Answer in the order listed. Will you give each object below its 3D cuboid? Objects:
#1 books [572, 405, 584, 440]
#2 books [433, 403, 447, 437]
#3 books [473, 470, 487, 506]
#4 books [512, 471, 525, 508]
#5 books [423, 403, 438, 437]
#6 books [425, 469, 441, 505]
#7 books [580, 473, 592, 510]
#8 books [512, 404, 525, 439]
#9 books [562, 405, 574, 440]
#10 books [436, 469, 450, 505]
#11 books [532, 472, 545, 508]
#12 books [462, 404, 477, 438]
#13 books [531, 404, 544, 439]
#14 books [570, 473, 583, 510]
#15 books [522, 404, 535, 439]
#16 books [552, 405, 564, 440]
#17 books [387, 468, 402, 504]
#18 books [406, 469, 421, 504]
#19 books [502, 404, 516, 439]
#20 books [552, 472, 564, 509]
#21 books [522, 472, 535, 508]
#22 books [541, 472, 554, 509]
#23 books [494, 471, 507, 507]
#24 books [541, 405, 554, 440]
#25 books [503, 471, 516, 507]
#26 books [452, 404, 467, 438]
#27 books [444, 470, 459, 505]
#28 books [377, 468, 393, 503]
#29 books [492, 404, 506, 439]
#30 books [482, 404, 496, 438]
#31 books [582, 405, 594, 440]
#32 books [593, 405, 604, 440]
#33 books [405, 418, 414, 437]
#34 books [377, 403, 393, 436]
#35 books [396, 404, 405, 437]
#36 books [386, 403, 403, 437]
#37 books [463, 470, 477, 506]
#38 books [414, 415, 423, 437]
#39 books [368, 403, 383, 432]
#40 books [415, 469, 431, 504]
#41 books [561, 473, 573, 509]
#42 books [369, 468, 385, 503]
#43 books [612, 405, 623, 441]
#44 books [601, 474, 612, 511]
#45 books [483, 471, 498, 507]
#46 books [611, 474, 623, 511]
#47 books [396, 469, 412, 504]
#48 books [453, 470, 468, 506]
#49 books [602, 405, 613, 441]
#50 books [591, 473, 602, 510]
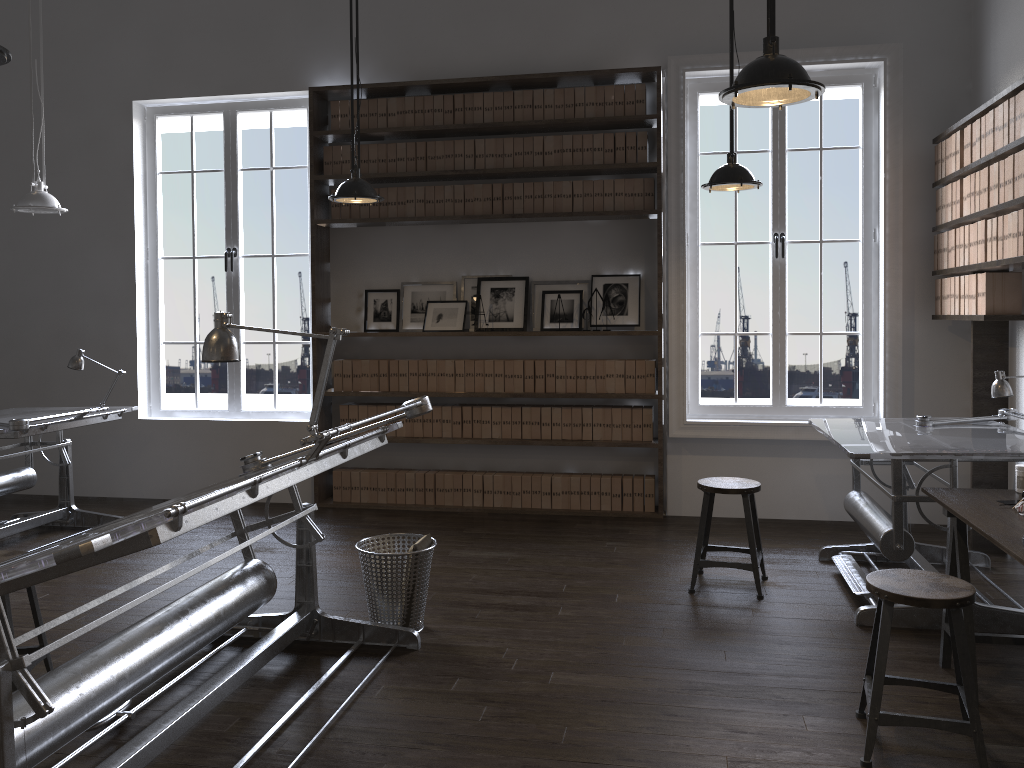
[{"bbox_3d":[0.461,0.266,6.163,0.067,0.225,0.175,0,3,11],"label":"books"},{"bbox_3d":[-0.513,0.260,6.348,0.067,0.225,0.175,0,3,11],"label":"books"},{"bbox_3d":[-0.225,0.743,6.303,0.067,0.225,0.175,0,3,11],"label":"books"},{"bbox_3d":[0.046,0.745,6.249,0.067,0.225,0.175,0,3,11],"label":"books"},{"bbox_3d":[-0.583,0.260,6.361,0.067,0.225,0.175,0,3,11],"label":"books"},{"bbox_3d":[-0.567,0.741,6.365,0.067,0.225,0.175,0,3,11],"label":"books"},{"bbox_3d":[0.518,0.747,6.166,0.067,0.225,0.175,0,3,11],"label":"books"},{"bbox_3d":[0.046,0.263,6.242,0.067,0.225,0.175,0,3,11],"label":"books"},{"bbox_3d":[0.393,0.265,6.178,0.067,0.225,0.175,0,3,11],"label":"books"},{"bbox_3d":[-0.493,0.741,6.357,0.067,0.225,0.175,0,3,11],"label":"books"},{"bbox_3d":[0.184,0.745,6.228,0.067,0.225,0.175,0,3,11],"label":"books"},{"bbox_3d":[-0.301,0.262,6.303,0.067,0.225,0.175,0,3,11],"label":"books"},{"bbox_3d":[0.180,0.265,6.211,0.067,0.225,0.175,0,3,11],"label":"books"},{"bbox_3d":[0.451,0.747,6.173,0.067,0.225,0.175,0,3,11],"label":"books"},{"bbox_3d":[0.119,0.264,6.227,0.067,0.225,0.175,0,3,11],"label":"books"},{"bbox_3d":[0.323,0.265,6.187,0.067,0.225,0.175,0,3,11],"label":"books"},{"bbox_3d":[-0.849,0.739,6.423,0.067,0.225,0.175,0,3,11],"label":"books"},{"bbox_3d":[-0.710,0.740,6.393,0.067,0.225,0.175,0,3,11],"label":"books"},{"bbox_3d":[-0.023,0.263,6.256,0.067,0.225,0.175,0,3,11],"label":"books"},{"bbox_3d":[0.324,0.746,6.200,0.067,0.225,0.175,0,3,11],"label":"books"},{"bbox_3d":[0.116,0.745,6.243,0.067,0.225,0.175,0,3,11],"label":"books"},{"bbox_3d":[0.253,0.746,6.211,0.067,0.225,0.175,0,3,11],"label":"books"},{"bbox_3d":[-0.080,0.744,6.276,0.067,0.225,0.175,0,3,11],"label":"books"},{"bbox_3d":[0.251,0.265,6.197,0.067,0.225,0.175,0,3,11],"label":"books"},{"bbox_3d":[-0.018,0.744,6.266,0.067,0.225,0.175,0,3,11],"label":"books"},{"bbox_3d":[-0.373,0.261,6.322,0.067,0.225,0.175,0,3,11],"label":"books"},{"bbox_3d":[-0.429,0.742,6.342,0.067,0.225,0.175,0,3,11],"label":"books"},{"bbox_3d":[-0.916,0.739,6.430,0.067,0.225,0.175,0,3,11],"label":"books"},{"bbox_3d":[-0.092,0.263,6.265,0.067,0.225,0.175,0,3,11],"label":"books"},{"bbox_3d":[-0.164,0.263,6.275,0.067,0.225,0.175,0,3,11],"label":"books"},{"bbox_3d":[0.529,0.267,6.147,0.067,0.225,0.175,0,3,11],"label":"books"},{"bbox_3d":[0.601,0.267,6.135,0.067,0.225,0.175,0,3,11],"label":"books"},{"bbox_3d":[-0.715,0.259,6.384,0.067,0.225,0.175,0,3,11],"label":"books"},{"bbox_3d":[-0.917,0.258,6.423,0.067,0.225,0.175,0,3,11],"label":"books"},{"bbox_3d":[-0.777,0.259,6.394,0.067,0.225,0.175,0,3,11],"label":"books"},{"bbox_3d":[-0.848,0.258,6.406,0.067,0.225,0.175,0,3,11],"label":"books"},{"bbox_3d":[-0.297,0.743,6.313,0.067,0.225,0.175,0,3,11],"label":"books"},{"bbox_3d":[-0.650,0.260,6.367,0.067,0.225,0.175,0,3,11],"label":"books"},{"bbox_3d":[-0.985,0.257,6.438,0.067,0.225,0.175,0,3,11],"label":"books"},{"bbox_3d":[-0.640,0.740,6.385,0.067,0.225,0.175,0,3,11],"label":"books"},{"bbox_3d":[0.386,0.747,6.190,0.067,0.225,0.175,0,3,11],"label":"books"},{"bbox_3d":[-0.981,0.738,6.447,0.067,0.225,0.175,0,3,11],"label":"books"},{"bbox_3d":[0.727,0.268,6.108,0.067,0.225,0.175,0,3,11],"label":"books"},{"bbox_3d":[0.657,0.748,6.136,0.067,0.225,0.175,0,3,11],"label":"books"},{"bbox_3d":[-0.152,0.744,6.287,0.067,0.225,0.175,0,3,11],"label":"books"},{"bbox_3d":[0.728,0.749,6.127,0.067,0.225,0.175,0,3,11],"label":"books"},{"bbox_3d":[-0.779,0.740,6.410,0.067,0.225,0.175,0,3,11],"label":"books"},{"bbox_3d":[-0.368,0.743,6.326,0.067,0.225,0.175,0,3,11],"label":"books"},{"bbox_3d":[0.663,0.267,6.125,0.067,0.225,0.175,0,3,11],"label":"books"},{"bbox_3d":[0.588,0.748,6.153,0.067,0.225,0.175,0,3,11],"label":"books"}]
